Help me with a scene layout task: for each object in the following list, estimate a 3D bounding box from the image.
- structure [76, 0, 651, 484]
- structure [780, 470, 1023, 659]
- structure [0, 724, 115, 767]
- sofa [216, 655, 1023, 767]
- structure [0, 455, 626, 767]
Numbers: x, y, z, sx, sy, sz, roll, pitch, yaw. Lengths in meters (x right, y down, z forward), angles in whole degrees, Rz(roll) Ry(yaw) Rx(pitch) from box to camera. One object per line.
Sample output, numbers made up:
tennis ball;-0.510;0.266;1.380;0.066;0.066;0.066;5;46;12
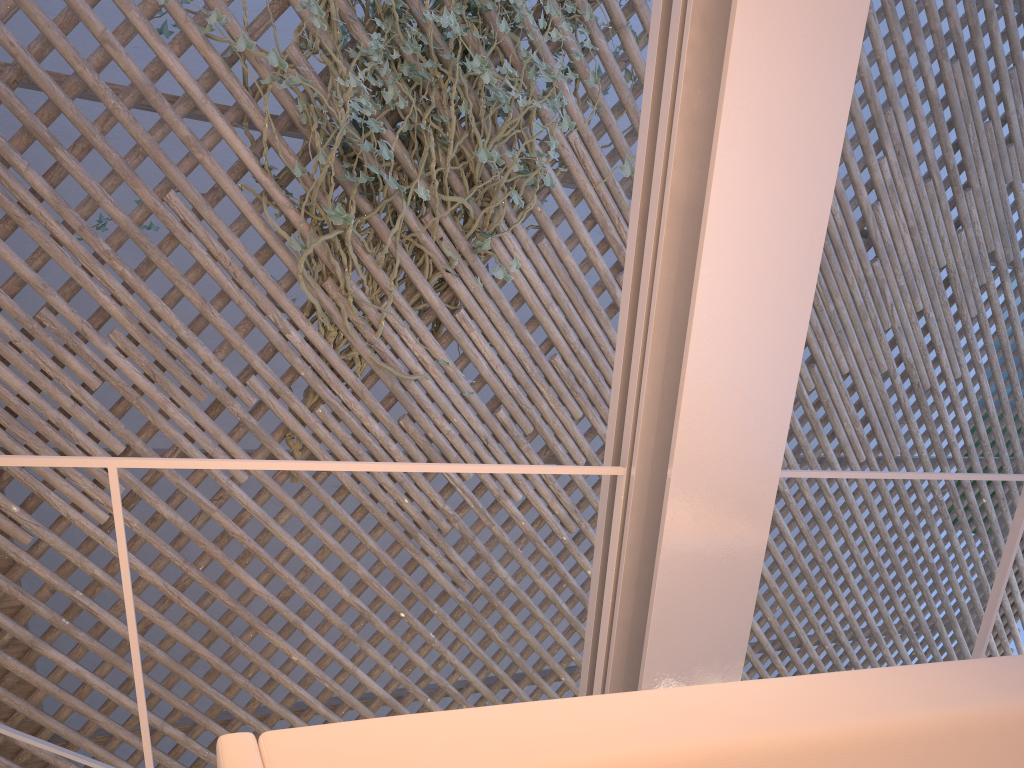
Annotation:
structure;0.074;-1.096;2.129;2.336;2.990;0.666;-3;20;-28
structure;1.051;0.448;1.477;1.700;0.621;0.025;2;19;-21
structure;-1.105;1.023;1.661;1.947;2.156;1.070;-3;18;-27
sofa;0.329;0.474;0.618;0.984;0.408;0.456;2;10;-22
structure;-0.665;0.349;0.798;1.702;0.621;0.025;2;19;-21
